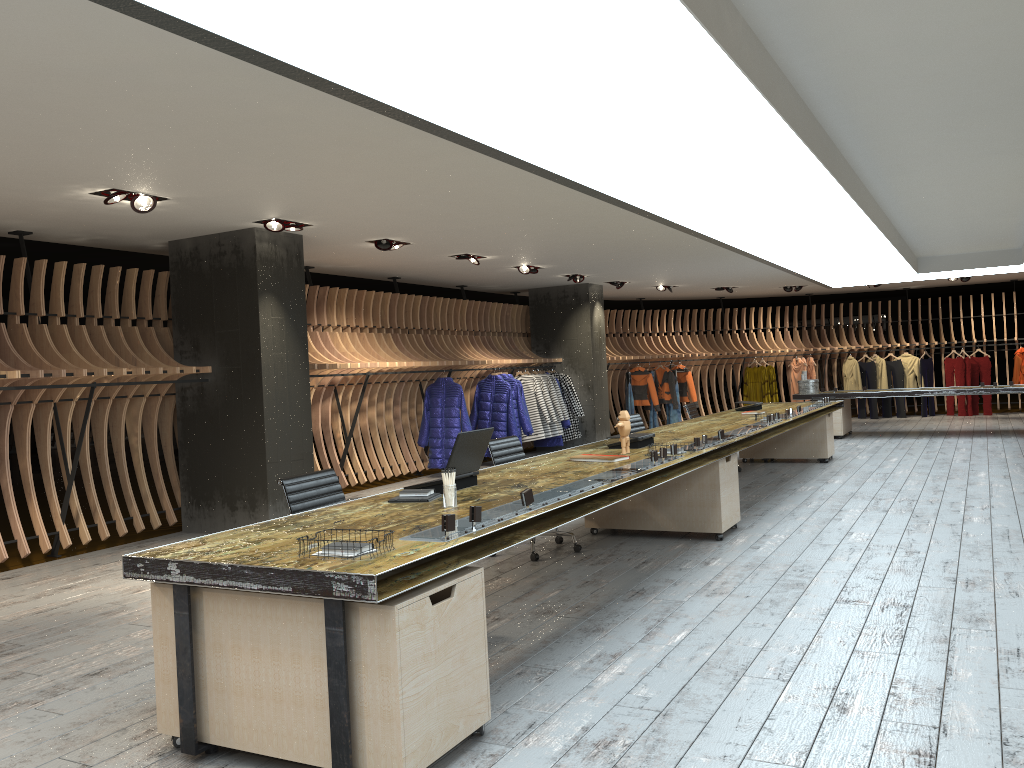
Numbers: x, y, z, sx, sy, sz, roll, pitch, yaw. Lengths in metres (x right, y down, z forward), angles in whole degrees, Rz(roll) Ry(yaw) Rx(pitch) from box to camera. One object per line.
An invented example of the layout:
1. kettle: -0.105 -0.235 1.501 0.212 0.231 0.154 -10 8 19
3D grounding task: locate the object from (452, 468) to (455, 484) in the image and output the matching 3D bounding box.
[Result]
1. object: -0.273 0.473 4.101 0.030 0.170 0.007 -3 0 -5

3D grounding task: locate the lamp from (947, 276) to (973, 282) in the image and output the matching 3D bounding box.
1. lamp: 8.689 -2.115 17.229 0.492 0.296 0.269 -3 0 21

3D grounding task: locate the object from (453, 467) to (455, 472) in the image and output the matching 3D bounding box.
1. object: -0.271 0.473 4.120 0.007 0.170 0.030 -3 0 31

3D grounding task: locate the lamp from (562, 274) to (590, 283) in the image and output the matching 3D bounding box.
1. lamp: 0.963 -1.681 13.488 0.269 0.292 0.493 -3 0 28

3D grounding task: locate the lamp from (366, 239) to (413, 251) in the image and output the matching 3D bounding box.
1. lamp: -1.280 -1.514 9.263 0.269 0.292 0.493 -3 0 28

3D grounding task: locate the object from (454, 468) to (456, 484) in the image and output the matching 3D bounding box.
1. object: -0.270 0.473 4.110 0.030 0.170 0.007 -3 0 -32

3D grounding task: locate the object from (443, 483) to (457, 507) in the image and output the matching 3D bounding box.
1. object: -0.287 0.519 4.112 0.061 0.111 0.061 -3 0 -28

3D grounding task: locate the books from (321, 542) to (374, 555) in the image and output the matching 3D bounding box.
1. books: -0.579 0.576 3.117 0.155 0.025 0.110 -3 1 23

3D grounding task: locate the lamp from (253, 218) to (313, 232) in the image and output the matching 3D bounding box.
1. lamp: -2.028 -1.457 7.854 0.269 0.296 0.493 -3 0 28

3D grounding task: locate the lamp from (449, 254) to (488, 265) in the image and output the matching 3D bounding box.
1. lamp: -0.532 -1.569 10.671 0.269 0.294 0.493 -3 0 28

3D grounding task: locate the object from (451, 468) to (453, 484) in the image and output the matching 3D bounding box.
1. object: -0.280 0.474 4.094 0.030 0.170 0.007 -3 0 22

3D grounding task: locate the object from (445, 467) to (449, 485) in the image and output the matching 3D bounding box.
1. object: -0.296 0.474 4.133 0.030 0.170 0.007 -3 0 41

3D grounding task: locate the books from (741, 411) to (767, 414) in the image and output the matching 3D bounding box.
1. books: 2.773 0.325 10.134 0.213 0.026 0.366 -2 1 28

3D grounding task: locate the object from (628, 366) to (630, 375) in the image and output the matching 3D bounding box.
1. object: 2.253 -0.299 17.058 0.023 0.243 0.549 -3 1 10

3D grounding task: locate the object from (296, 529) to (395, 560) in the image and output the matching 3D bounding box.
1. object: -0.582 0.566 3.121 0.302 0.074 0.217 -3 1 22

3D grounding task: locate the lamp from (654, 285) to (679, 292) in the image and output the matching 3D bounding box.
1. lamp: 2.772 -1.803 16.087 0.493 0.296 0.269 -3 0 -42

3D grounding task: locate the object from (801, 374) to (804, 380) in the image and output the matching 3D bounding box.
1. object: 4.905 -0.114 14.968 0.062 0.109 0.062 -3 0 -6

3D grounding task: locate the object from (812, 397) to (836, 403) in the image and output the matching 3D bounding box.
1. object: 4.177 0.216 11.882 0.302 0.074 0.217 -3 1 22

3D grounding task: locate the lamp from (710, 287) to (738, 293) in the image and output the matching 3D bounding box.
1. lamp: 4.069 -1.881 16.997 0.493 0.293 0.269 -3 0 -30

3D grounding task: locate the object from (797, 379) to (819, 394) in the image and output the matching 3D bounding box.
1. object: 5.037 0.051 15.060 0.303 0.239 0.498 -3 1 29

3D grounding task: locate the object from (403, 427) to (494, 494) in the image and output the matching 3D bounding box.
1. object: -0.334 0.405 4.737 0.365 0.316 0.373 -3 0 28

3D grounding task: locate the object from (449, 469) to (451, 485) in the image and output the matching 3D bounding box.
1. object: -0.290 0.474 4.091 0.007 0.170 0.030 -3 0 -42

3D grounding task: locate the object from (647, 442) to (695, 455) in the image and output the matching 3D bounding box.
1. object: 1.087 0.445 6.054 0.302 0.074 0.217 -3 1 22

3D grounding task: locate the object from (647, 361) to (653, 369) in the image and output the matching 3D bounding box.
1. object: 2.713 -0.328 17.452 0.023 0.243 0.549 -3 0 25

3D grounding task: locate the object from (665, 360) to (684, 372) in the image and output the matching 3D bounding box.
1. object: 3.193 -0.356 17.800 0.549 0.243 0.023 -3 0 5

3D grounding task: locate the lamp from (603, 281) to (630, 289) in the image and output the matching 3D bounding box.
1. lamp: 1.762 -1.738 14.865 0.269 0.292 0.493 -3 0 35

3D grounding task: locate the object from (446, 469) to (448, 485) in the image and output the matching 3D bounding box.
1. object: -0.300 0.475 4.092 0.007 0.170 0.030 -3 0 -15

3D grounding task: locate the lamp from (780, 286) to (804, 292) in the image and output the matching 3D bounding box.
1. lamp: 5.563 -1.961 17.536 0.493 0.297 0.269 -3 0 -12

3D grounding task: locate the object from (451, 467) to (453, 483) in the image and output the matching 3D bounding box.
1. object: -0.277 0.473 4.128 0.007 0.170 0.030 -3 0 5

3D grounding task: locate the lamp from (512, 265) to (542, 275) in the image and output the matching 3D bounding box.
1. lamp: 0.215 -1.628 12.079 0.269 0.286 0.493 -3 0 28

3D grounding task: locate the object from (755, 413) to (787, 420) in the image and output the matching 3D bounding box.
1. object: 2.599 0.332 8.895 0.302 0.071 0.209 -3 1 23

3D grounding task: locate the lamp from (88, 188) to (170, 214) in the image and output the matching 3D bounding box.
1. lamp: -2.776 -1.405 6.446 0.269 0.288 0.493 -3 0 28

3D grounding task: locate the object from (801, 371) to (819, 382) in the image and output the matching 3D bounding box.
1. object: 5.036 -0.128 14.995 0.262 0.204 0.088 -3 0 27

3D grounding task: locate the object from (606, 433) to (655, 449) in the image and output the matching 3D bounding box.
1. object: 0.905 0.431 6.724 0.262 0.088 0.373 -3 1 28

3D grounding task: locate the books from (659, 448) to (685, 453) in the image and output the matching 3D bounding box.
1. books: 1.090 0.455 6.050 0.155 0.025 0.110 -3 1 23

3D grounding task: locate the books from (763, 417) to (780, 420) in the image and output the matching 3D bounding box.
1. books: 2.601 0.343 8.891 0.155 0.025 0.110 -3 1 23

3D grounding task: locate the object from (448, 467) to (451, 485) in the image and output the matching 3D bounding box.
1. object: -0.286 0.474 4.133 0.007 0.170 0.030 -3 0 -22

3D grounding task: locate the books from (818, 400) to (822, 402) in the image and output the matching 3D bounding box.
1. books: 4.179 0.226 11.878 0.155 0.025 0.110 -3 1 23

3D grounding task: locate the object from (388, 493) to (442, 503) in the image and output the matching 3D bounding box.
1. object: -0.483 0.565 4.413 0.213 0.019 0.219 -3 1 13

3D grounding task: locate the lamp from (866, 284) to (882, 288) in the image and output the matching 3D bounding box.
1. lamp: 7.148 -2.048 17.596 0.492 0.284 0.269 -3 0 8

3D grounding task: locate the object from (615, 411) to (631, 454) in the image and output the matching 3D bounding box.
1. object: 0.778 0.339 6.181 0.097 0.300 0.320 -3 0 12

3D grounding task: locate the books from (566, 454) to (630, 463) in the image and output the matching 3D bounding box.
1. books: 0.566 0.490 5.854 0.365 0.026 0.213 -2 1 38

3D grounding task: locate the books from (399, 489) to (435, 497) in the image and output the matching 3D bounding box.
1. books: -0.491 0.546 4.459 0.186 0.027 0.112 -3 1 13

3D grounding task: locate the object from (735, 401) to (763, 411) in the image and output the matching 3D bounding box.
1. object: 2.898 0.267 10.837 0.261 0.111 0.373 -3 1 28
